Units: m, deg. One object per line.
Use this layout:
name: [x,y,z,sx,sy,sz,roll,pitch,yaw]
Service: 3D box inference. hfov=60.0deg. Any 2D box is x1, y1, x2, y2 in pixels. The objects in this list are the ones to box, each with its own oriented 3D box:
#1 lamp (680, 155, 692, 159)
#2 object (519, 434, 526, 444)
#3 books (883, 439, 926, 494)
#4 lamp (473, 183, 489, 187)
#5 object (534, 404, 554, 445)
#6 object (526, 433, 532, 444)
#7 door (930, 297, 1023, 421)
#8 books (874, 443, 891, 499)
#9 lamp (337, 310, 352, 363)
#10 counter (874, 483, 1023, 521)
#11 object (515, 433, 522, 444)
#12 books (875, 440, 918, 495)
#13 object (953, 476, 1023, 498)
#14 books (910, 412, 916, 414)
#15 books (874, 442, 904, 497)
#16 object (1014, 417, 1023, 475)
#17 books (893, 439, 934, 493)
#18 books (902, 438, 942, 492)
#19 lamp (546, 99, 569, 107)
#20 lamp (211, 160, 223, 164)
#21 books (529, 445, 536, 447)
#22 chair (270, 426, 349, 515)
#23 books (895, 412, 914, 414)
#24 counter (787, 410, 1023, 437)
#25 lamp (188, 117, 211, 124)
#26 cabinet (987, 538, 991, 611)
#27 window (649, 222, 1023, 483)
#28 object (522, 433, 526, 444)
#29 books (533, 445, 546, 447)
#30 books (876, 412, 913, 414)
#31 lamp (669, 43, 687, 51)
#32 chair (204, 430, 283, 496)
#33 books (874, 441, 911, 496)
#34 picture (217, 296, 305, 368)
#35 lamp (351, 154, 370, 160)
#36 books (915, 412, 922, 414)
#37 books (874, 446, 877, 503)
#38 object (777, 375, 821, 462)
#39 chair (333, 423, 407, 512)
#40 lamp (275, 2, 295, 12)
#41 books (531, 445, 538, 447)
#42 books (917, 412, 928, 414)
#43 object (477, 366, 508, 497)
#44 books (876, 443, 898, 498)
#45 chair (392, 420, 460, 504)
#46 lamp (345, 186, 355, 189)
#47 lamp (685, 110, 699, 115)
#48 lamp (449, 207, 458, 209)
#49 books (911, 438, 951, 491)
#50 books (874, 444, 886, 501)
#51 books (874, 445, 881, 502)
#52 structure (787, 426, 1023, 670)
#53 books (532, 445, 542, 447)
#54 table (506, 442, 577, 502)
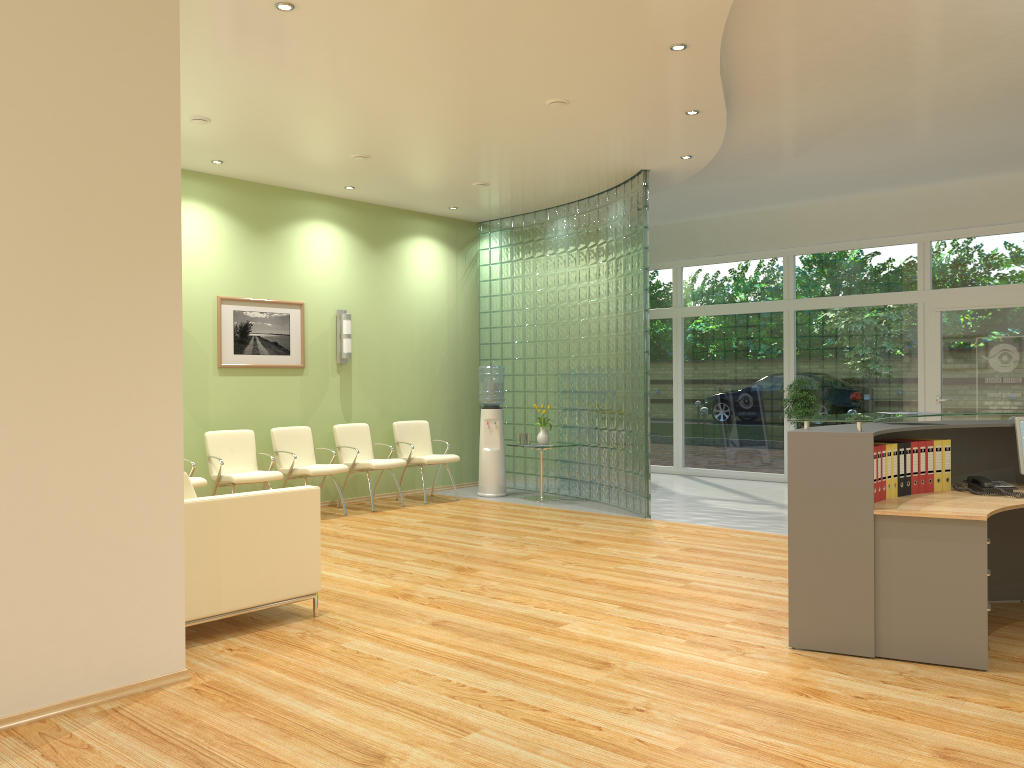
lamp: [1.576,-2.051,8.023,0.105,0.011,0.105,-1,0,-32]
object: [0.118,0.623,10.029,0.072,0.119,0.071,0,0,42]
books: [2.171,0.451,4.906,0.063,0.282,0.231,-1,0,-29]
lamp: [-0.320,-2.035,9.095,0.167,0.024,0.167,0,0,25]
object: [0.352,0.451,9.990,0.219,0.459,0.201,-1,0,-18]
object: [0.190,0.622,10.074,0.072,0.119,0.071,0,0,42]
door: [5.395,0.158,9.713,1.500,2.200,0.218,0,0,42]
books: [1.867,0.455,4.669,0.233,0.282,0.062,0,0,36]
lamp: [-1.820,-0.518,9.651,0.142,0.580,0.134,0,0,42]
counter: [3.391,0.595,4.323,3.444,0.018,1.723,0,0,27]
object: [0.074,0.623,10.100,0.072,0.119,0.071,0,0,42]
books: [2.113,0.452,4.868,0.063,0.282,0.231,-1,0,-29]
object: [2.579,0.550,4.766,0.279,0.081,0.411,0,0,2]
books: [2.209,0.163,5.038,0.150,0.004,0.210,0,0,27]
books: [1.978,0.454,4.764,0.233,0.282,0.062,0,0,41]
object: [3.017,0.384,4.910,0.411,0.405,0.206,0,0,2]
books: [2.237,0.451,4.943,0.063,0.282,0.231,-1,0,-24]
books: [2.301,0.450,4.976,0.063,0.282,0.231,-1,0,-22]
lamp: [0.332,-2.028,6.427,0.167,0.024,0.167,0,0,-9]
lamp: [-2.684,-2.019,8.074,0.105,0.011,0.105,0,0,23]
books: [0.255,0.680,9.796,0.150,0.004,0.210,0,0,37]
chair: [13.225,0.712,8.763,31.281,0.986,0.752,0,0,0]
books: [2.192,0.163,5.045,0.150,0.004,0.210,0,0,17]
counter: [3.414,0.198,4.372,3.674,0.078,1.837,0,0,27]
lamp: [-2.391,-2.009,6.785,0.167,0.024,0.167,0,0,2]
cabinet: [2.073,0.960,4.370,0.502,0.692,0.463,0,0,27]
window: [4.948,-0.240,10.114,9.401,3.000,0.092,0,0,42]
object: [0.147,0.622,10.142,0.072,0.119,0.071,0,0,42]
books: [0.305,0.680,9.776,0.150,0.004,0.210,0,0,7]
books: [2.174,0.163,5.048,0.150,0.004,0.210,0,0,7]
lamp: [1.006,-2.035,5.364,0.105,0.011,0.105,0,0,-1]
chair: [-2.510,0.882,8.289,0.536,0.881,0.650,-1,0,-43]
books: [2.032,0.453,4.807,0.233,0.282,0.062,0,0,41]
picture: [-2.516,-0.510,8.963,0.025,0.700,1.000,0,0,42]
lamp: [-1.356,-2.022,7.940,0.167,0.024,0.167,0,0,2]
books: [2.225,0.163,5.028,0.150,0.004,0.210,0,0,37]
books: [1.741,0.456,4.533,0.231,0.282,0.063,0,0,43]
object: [3.445,0.581,10.587,0.503,1.376,0.590,0,0,22]
chair: [13.493,0.708,9.071,30.806,0.986,0.748,0,0,1]
lamp: [-1.216,-2.016,4.744,0.105,0.011,0.105,0,0,-15]
books: [0.270,0.680,9.787,0.150,0.004,0.210,0,0,27]
books: [2.238,0.163,5.016,0.210,0.004,0.150,-1,0,-43]
object: [-0.234,0.545,10.329,0.353,1.506,0.353,-1,0,-41]
books: [1.920,0.454,4.716,0.233,0.282,0.062,0,0,37]
chair: [-0.972,0.864,10.000,0.536,0.881,0.650,-1,0,-43]
lamp: [-1.683,-2.031,9.191,0.105,0.011,0.105,0,0,23]
lamp: [1.357,-2.043,6.680,0.105,0.011,0.105,0,0,12]
lamp: [-0.682,-2.044,10.308,0.105,0.011,0.105,0,0,23]
books: [2.342,0.450,4.991,0.062,0.282,0.233,-1,0,-35]
books: [1.835,0.455,4.638,0.063,0.282,0.231,-1,0,-42]
books: [1.783,0.456,4.583,0.231,0.282,0.063,0,0,43]
structure: [3.418,0.762,4.375,3.673,1.049,1.837,0,0,27]
books: [0.287,0.680,9.780,0.150,0.004,0.210,0,0,17]
table: [0.334,0.988,10.001,0.581,0.614,0.581,-1,0,-34]
